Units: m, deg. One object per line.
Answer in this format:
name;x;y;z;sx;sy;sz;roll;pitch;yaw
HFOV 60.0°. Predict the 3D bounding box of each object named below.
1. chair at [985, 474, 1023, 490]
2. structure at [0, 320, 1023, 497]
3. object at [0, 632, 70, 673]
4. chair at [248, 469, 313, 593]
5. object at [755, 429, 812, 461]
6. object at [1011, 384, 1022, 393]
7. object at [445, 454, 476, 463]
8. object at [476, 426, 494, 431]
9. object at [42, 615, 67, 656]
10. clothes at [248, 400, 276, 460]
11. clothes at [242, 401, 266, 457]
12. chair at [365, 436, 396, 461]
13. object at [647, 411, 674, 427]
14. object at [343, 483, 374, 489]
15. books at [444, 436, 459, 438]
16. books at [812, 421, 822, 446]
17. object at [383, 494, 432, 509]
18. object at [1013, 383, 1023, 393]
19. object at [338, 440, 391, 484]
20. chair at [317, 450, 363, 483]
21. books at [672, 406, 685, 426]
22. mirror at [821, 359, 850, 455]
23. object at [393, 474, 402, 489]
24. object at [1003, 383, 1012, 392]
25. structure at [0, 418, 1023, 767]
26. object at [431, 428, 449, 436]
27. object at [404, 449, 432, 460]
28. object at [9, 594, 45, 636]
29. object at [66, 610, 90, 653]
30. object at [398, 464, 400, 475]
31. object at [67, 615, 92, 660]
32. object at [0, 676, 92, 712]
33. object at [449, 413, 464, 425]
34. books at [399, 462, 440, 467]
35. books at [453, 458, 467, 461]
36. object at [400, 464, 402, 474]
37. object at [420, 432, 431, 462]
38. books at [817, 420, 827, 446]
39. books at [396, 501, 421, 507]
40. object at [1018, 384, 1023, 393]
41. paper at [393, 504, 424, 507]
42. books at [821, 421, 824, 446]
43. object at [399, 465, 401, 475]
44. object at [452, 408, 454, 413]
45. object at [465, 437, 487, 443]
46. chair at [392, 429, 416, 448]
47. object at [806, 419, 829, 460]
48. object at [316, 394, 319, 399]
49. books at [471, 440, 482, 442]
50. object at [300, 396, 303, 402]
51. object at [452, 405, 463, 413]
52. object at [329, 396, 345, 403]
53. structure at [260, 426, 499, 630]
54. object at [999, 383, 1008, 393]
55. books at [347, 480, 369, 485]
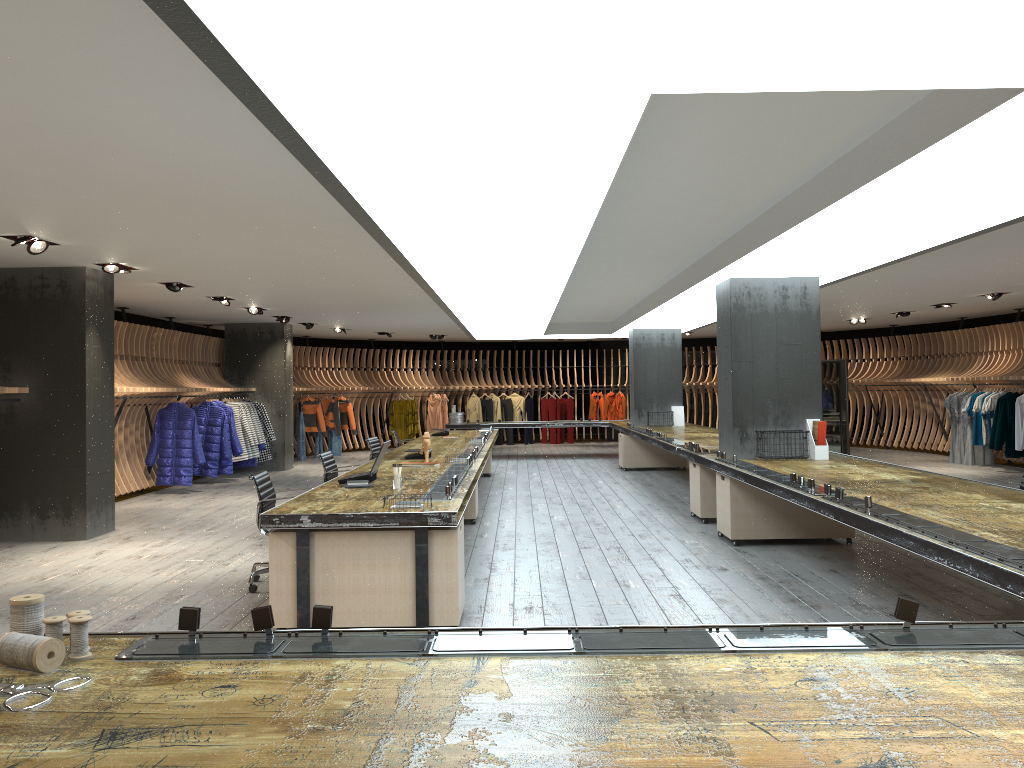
chair;3.793;1.017;6.532;0.667;0.860;0.693;0;-1;-23
structure;1.591;0.189;6.129;14.882;2.441;36.544;-1;0;0
object;-1.253;0.712;2.438;0.175;0.089;0.289;-1;0;16
chair;-1.662;1.098;6.783;0.667;0.860;0.693;-1;-1;-13
object;2.620;0.593;8.583;0.459;0.290;0.329;-1;-1;-2
object;8.265;0.118;14.553;0.525;0.270;0.012;-1;-1;0
object;-0.514;0.744;8.831;0.302;0.074;0.216;-1;0;-5
object;-0.467;0.781;15.427;0.302;0.074;0.216;-1;0;-5
object;-1.266;0.702;2.453;0.062;0.109;0.062;0;-1;-27
clothes;-4.768;0.891;16.449;0.799;1.186;0.191;-1;-1;1
clothes;-4.780;0.833;15.898;0.752;1.062;0.128;-1;-1;-1
chair;-1.568;1.124;11.593;0.667;0.860;0.693;-1;-1;-3
object;2.679;0.634;15.984;0.459;0.290;0.329;-1;-1;3
object;-1.150;0.762;6.649;0.213;0.019;0.219;-1;0;-15
books;-0.905;0.791;13.227;0.213;0.026;0.366;-1;0;1
books;2.968;0.544;8.644;0.048;0.368;0.215;-1;-1;0
object;-0.640;0.727;5.459;0.302;0.074;0.216;-1;0;-5
object;8.277;0.118;14.471;0.525;0.270;0.012;-1;-1;0
object;-1.163;0.615;7.011;0.365;0.316;0.372;-1;-1;0
chair;-1.621;1.110;8.949;0.667;0.860;0.693;-1;-1;-8
books;3.026;0.589;16.139;0.215;0.368;0.073;-1;-1;1
mirror;4.990;0.533;15.714;2.111;1.893;0.443;-2;-1;41
object;-0.836;0.715;6.474;0.061;0.111;0.061;-2;-1;34
object;8.246;0.125;14.738;0.524;0.284;0.014;-1;-1;10
structure;0.980;1.086;10.184;4.836;0.844;18.470;-1;0;0
object;-1.118;0.756;13.909;0.261;0.111;0.372;-1;0;0
object;-0.985;0.739;9.341;0.262;0.088;0.372;-1;0;0
object;-1.352;0.697;2.557;0.088;0.204;0.262;-1;-1;-1
object;-1.230;0.701;2.514;0.062;0.109;0.062;0;-1;-27
object;-0.827;0.670;6.456;0.030;0.170;0.007;-1;-1;21
object;-1.195;0.701;2.452;0.062;0.109;0.062;0;-1;-27
object;-1.210;0.747;2.206;0.343;0.015;0.233;-1;0;32
object;-1.170;0.728;18.645;0.303;0.239;0.497;-1;-1;1
books;-0.885;0.763;8.412;0.366;0.026;0.213;-1;0;11
books;-0.510;0.754;8.828;0.155;0.025;0.110;-1;0;-5
object;-0.817;0.670;6.473;0.030;0.170;0.007;0;-2;-33
object;-0.844;0.629;8.805;0.097;0.301;0.320;0;-1;-16
books;3.011;0.543;8.644;0.048;0.368;0.215;-1;-1;0
books;-0.636;0.737;5.456;0.155;0.025;0.110;-1;0;-5
object;8.262;0.117;14.344;0.525;0.270;0.012;-1;-1;5
paper;-0.642;0.749;5.459;0.176;0.004;0.130;-1;0;7
books;2.989;0.543;8.644;0.048;0.368;0.215;-1;-1;0
object;-0.820;0.670;6.463;0.030;0.170;0.007;-1;-1;-6
object;-1.239;0.555;18.509;0.062;0.109;0.062;0;-1;-34
object;-0.486;0.761;12.049;0.302;0.071;0.209;-1;0;-5
chair;-1.560;1.136;13.803;0.667;0.860;0.693;-1;-1;-13
object;2.975;0.537;8.638;0.129;0.383;0.239;-1;-1;0
object;-4.325;0.315;19.708;0.023;0.243;0.549;-1;0;-3
books;-0.482;0.772;12.046;0.155;0.025;0.110;-1;0;-5
object;-4.550;0.316;19.146;0.023;0.243;0.549;0;-1;-18
object;-1.135;0.548;18.594;0.262;0.204;0.088;-1;-1;-1
object;-4.059;0.315;20.239;0.549;0.243;0.023;-1;-1;-23
structure;-0.854;1.115;10.412;1.162;0.844;10.448;-1;0;0
object;8.263;0.115;14.911;0.525;0.270;0.012;-1;-1;-15
books;-1.178;0.743;6.687;0.186;0.027;0.112;-1;0;-15
